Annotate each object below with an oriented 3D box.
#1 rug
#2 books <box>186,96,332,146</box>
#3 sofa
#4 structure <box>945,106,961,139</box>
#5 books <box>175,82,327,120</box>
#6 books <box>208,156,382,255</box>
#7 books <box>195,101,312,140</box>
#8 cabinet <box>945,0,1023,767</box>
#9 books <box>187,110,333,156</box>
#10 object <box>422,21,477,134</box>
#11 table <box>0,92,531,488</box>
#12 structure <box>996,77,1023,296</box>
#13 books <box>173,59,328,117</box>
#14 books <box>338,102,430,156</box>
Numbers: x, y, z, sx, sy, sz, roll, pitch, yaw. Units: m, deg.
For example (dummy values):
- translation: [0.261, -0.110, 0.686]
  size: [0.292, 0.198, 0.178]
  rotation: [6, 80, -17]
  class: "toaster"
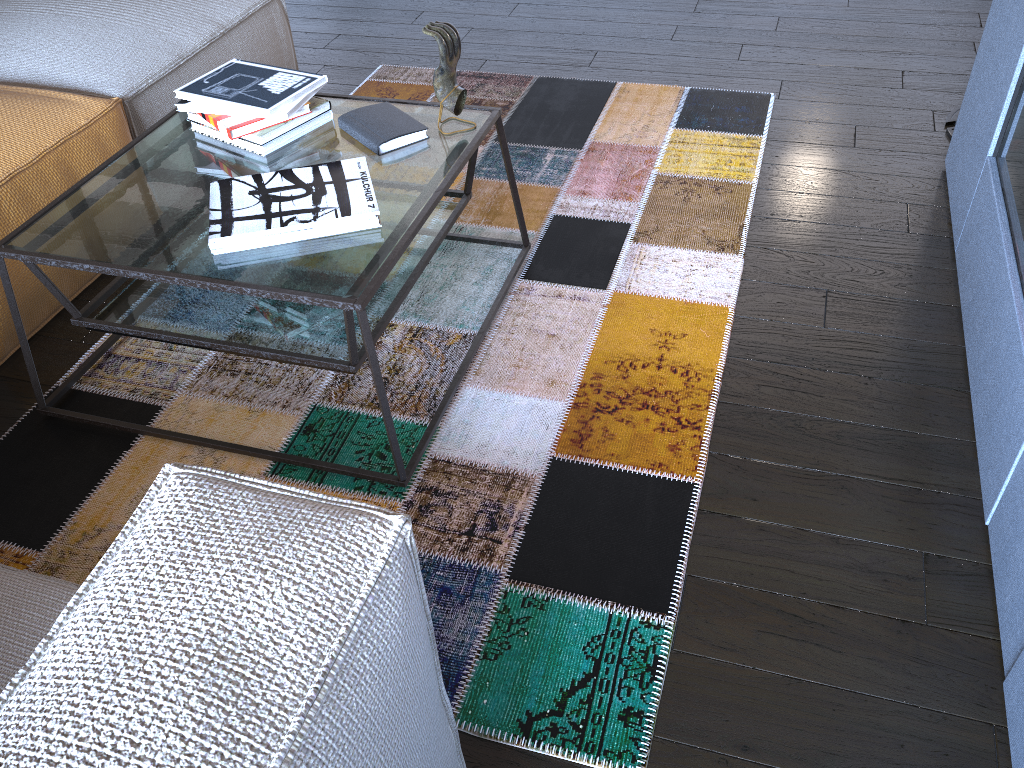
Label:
- translation: [-0.150, -0.308, 2.256]
  size: [1.431, 0.013, 2.357]
  rotation: [9, 43, 15]
  class: "rug"
- translation: [-0.564, -0.609, 1.969]
  size: [0.251, 0.023, 0.208]
  rotation: [24, 49, 28]
  class: "books"
- translation: [-1.064, -0.218, 1.740]
  size: [2.535, 0.700, 3.291]
  rotation: [9, 43, 14]
  class: "sofa"
- translation: [-2.530, -1.381, 1.847]
  size: [8.514, 2.401, 0.480]
  rotation: [-4, 41, 0]
  class: "structure"
- translation: [-0.567, -0.636, 1.940]
  size: [0.268, 0.014, 0.195]
  rotation: [8, 43, 14]
  class: "books"
- translation: [-0.415, -0.342, 1.682]
  size: [0.308, 0.038, 0.225]
  rotation: [-11, 42, -8]
  class: "books"
- translation: [-0.580, -0.612, 1.941]
  size: [0.190, 0.023, 0.239]
  rotation: [-29, 47, -26]
  class: "books"
- translation: [1.059, 0.065, 1.117]
  size: [0.607, 0.847, 2.951]
  rotation: [9, 43, 15]
  class: "cabinet"
- translation: [-0.562, -0.591, 1.983]
  size: [0.247, 0.024, 0.208]
  rotation: [24, 49, 28]
  class: "books"
- translation: [-0.141, -0.649, 1.863]
  size: [0.093, 0.223, 0.099]
  rotation: [-25, 46, -23]
  class: "object"
- translation: [-0.487, -0.288, 1.942]
  size: [0.842, 0.390, 0.846]
  rotation: [9, 43, 15]
  class: "table"
- translation: [1.109, -0.289, 1.557]
  size: [0.332, 0.395, 0.941]
  rotation: [9, 43, 15]
  class: "structure"
- translation: [-0.567, -0.648, 1.929]
  size: [0.267, 0.014, 0.195]
  rotation: [18, 46, 23]
  class: "books"
- translation: [-0.278, -0.557, 1.918]
  size: [0.129, 0.030, 0.181]
  rotation: [-27, 47, -24]
  class: "books"
